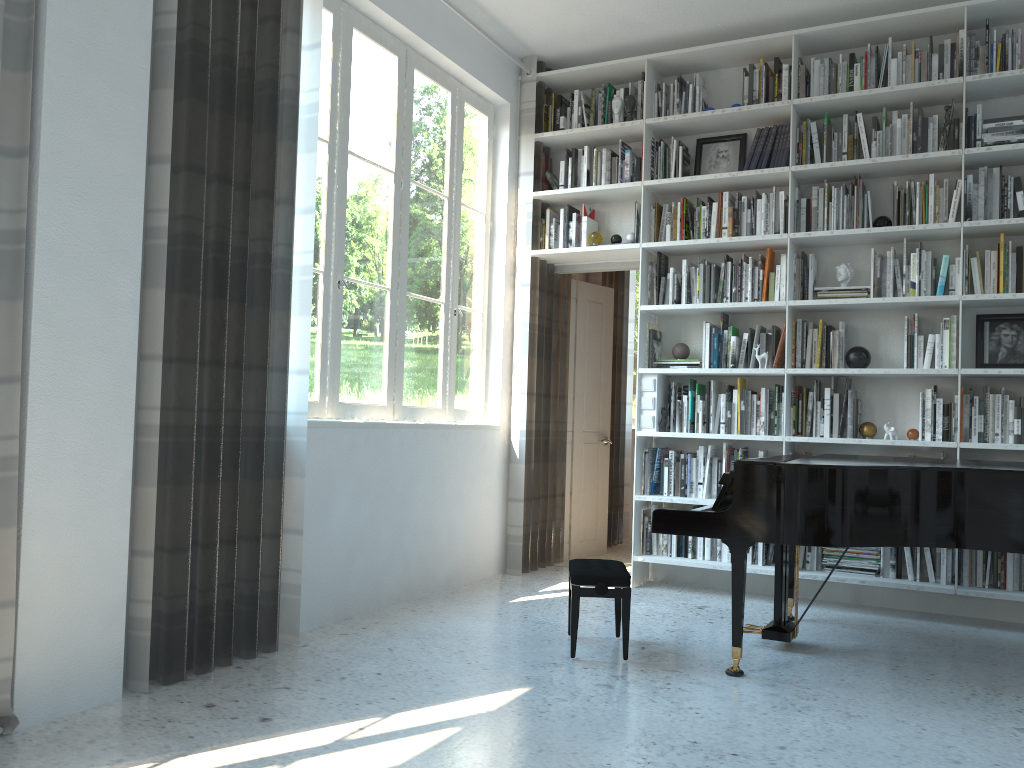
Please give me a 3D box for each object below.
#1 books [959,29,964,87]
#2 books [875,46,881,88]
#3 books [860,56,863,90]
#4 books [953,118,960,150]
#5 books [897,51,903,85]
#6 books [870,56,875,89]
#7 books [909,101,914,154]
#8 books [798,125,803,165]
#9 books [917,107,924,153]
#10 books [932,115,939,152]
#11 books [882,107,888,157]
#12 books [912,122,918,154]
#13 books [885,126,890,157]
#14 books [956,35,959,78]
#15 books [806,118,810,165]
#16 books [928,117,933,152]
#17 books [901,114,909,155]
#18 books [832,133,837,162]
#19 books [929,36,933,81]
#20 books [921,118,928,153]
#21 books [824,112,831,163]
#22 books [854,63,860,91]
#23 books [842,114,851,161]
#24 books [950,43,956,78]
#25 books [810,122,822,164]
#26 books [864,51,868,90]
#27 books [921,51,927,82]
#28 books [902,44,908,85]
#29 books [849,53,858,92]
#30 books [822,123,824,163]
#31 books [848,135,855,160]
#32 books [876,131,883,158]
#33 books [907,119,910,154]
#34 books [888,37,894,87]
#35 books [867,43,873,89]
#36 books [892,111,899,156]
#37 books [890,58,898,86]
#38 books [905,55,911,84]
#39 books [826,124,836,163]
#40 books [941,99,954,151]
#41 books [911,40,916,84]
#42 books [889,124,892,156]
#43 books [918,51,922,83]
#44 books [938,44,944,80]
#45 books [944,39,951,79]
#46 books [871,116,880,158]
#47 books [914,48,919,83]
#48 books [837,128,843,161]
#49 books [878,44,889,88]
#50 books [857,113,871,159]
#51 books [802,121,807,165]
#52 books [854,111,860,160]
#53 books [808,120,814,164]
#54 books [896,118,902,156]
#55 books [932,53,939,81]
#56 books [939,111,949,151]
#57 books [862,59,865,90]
[{"bbox_3d":[2.355,-1.678,4.642,0.026,0.288,0.176,1,-2,27],"label":"books"},{"bbox_3d":[1.992,-1.675,4.831,0.013,0.276,0.164,1,-2,27],"label":"books"},{"bbox_3d":[1.927,-1.654,4.872,0.013,0.234,0.154,1,-2,27],"label":"books"},{"bbox_3d":[2.336,-1.271,4.663,0.028,0.211,0.134,1,-2,27],"label":"books"},{"bbox_3d":[2.100,-1.653,4.788,0.026,0.235,0.134,1,-2,27],"label":"books"},{"bbox_3d":[1.980,-1.654,4.853,0.029,0.235,0.130,1,-2,27],"label":"books"},{"bbox_3d":[2.136,-1.325,4.737,0.011,0.313,0.183,1,-2,27],"label":"books"},{"bbox_3d":[1.634,-1.302,4.988,0.023,0.256,0.175,1,-2,27],"label":"books"},{"bbox_3d":[2.182,-1.312,4.739,0.022,0.290,0.146,1,-2,27],"label":"books"},{"bbox_3d":[2.247,-1.285,4.703,0.024,0.237,0.153,1,-2,27],"label":"books"},{"bbox_3d":[2.020,-1.323,4.805,0.012,0.307,0.145,1,-2,27],"label":"books"},{"bbox_3d":[2.159,-1.274,4.746,0.024,0.213,0.150,1,-2,27],"label":"books"},{"bbox_3d":[2.046,-1.274,4.818,0.024,0.212,0.128,1,-2,27],"label":"books"},{"bbox_3d":[2.339,-1.667,4.655,0.014,0.267,0.171,1,-2,27],"label":"books"},{"bbox_3d":[1.679,-1.326,5.006,0.014,0.309,0.130,1,-2,27],"label":"books"},{"bbox_3d":[2.219,-1.279,4.700,0.022,0.222,0.161,1,-2,27],"label":"books"},{"bbox_3d":[2.112,-1.299,4.764,0.028,0.261,0.135,1,-2,27],"label":"books"},{"bbox_3d":[1.802,-1.272,4.921,0.024,0.201,0.153,1,-2,27],"label":"books"},{"bbox_3d":[2.228,-1.677,4.713,0.013,0.285,0.159,1,-2,27],"label":"books"},{"bbox_3d":[2.195,-1.277,4.708,0.030,0.217,0.182,1,-2,27],"label":"books"},{"bbox_3d":[1.754,-1.330,4.931,0.012,0.315,0.171,1,-2,27],"label":"books"},{"bbox_3d":[1.908,-1.638,4.885,0.030,0.201,0.152,1,-2,27],"label":"books"},{"bbox_3d":[1.846,-1.318,4.892,0.023,0.293,0.156,1,-2,27],"label":"books"},{"bbox_3d":[2.317,-1.647,4.657,0.026,0.225,0.172,1,-2,27],"label":"books"},{"bbox_3d":[1.716,-1.309,4.968,0.067,0.274,0.168,1,-2,27],"label":"books"},{"bbox_3d":[1.946,-1.663,4.855,0.013,0.251,0.183,1,-2,27],"label":"books"},{"bbox_3d":[2.192,-1.636,4.710,0.026,0.200,0.187,1,-2,27],"label":"books"},{"bbox_3d":[2.119,-1.669,4.780,0.014,0.269,0.156,1,-2,27],"label":"books"},{"bbox_3d":[1.888,-1.671,4.907,0.028,0.268,0.151,1,-2,27],"label":"books"},{"bbox_3d":[1.747,-1.302,4.944,0.011,0.260,0.157,1,-2,27],"label":"books"},{"bbox_3d":[1.875,-1.261,4.887,0.034,0.180,0.160,1,-2,27],"label":"books"},{"bbox_3d":[2.000,-1.260,4.812,0.028,0.180,0.168,1,-2,27],"label":"books"},{"bbox_3d":[2.128,-1.284,4.751,0.013,0.231,0.141,1,-2,27],"label":"books"},{"bbox_3d":[2.055,-1.693,4.811,0.014,0.315,0.166,1,-2,27],"label":"books"},{"bbox_3d":[1.958,-1.686,4.852,0.010,0.298,0.151,1,-2,27],"label":"books"},{"bbox_3d":[2.072,-1.312,4.791,0.026,0.286,0.137,1,-2,27],"label":"books"},{"bbox_3d":[2.070,-1.631,4.792,0.031,0.190,0.181,1,-2,27],"label":"books"},{"bbox_3d":[2.141,-1.641,4.777,0.029,0.213,0.141,1,-2,27],"label":"books"},{"bbox_3d":[1.772,-1.293,4.922,0.031,0.242,0.181,1,-2,27],"label":"books"},{"bbox_3d":[2.288,-1.318,4.662,0.058,0.302,0.175,1,-2,27],"label":"books"},{"bbox_3d":[2.148,-1.669,4.743,0.014,0.266,0.192,1,-2,27],"label":"books"},{"bbox_3d":[2.049,-1.273,4.787,0.010,0.208,0.173,1,-2,27],"label":"books"},{"bbox_3d":[2.176,-1.639,4.721,0.013,0.207,0.178,1,-2,27],"label":"books"},{"bbox_3d":[2.273,-1.652,4.694,0.026,0.237,0.149,1,-2,27],"label":"books"},{"bbox_3d":[2.302,-1.664,4.689,0.029,0.261,0.151,1,-2,27],"label":"books"},{"bbox_3d":[1.981,-1.302,4.832,0.027,0.265,0.168,1,-2,27],"label":"books"},{"bbox_3d":[2.167,-1.649,4.741,0.021,0.228,0.161,1,-2,27],"label":"books"},{"bbox_3d":[1.822,-1.281,4.903,0.029,0.218,0.157,1,-2,27],"label":"books"},{"bbox_3d":[2.019,-1.673,4.814,0.052,0.273,0.172,1,-2,27],"label":"books"},{"bbox_3d":[1.928,-1.314,4.842,0.075,0.285,0.178,1,-2,27],"label":"books"},{"bbox_3d":[1.657,-1.315,4.993,0.013,0.283,0.158,1,-2,27],"label":"books"},{"bbox_3d":[1.901,-1.327,4.885,0.013,0.315,0.135,1,-2,27],"label":"books"},{"bbox_3d":[1.679,-1.316,4.980,0.010,0.287,0.148,1,-2,27],"label":"books"},{"bbox_3d":[2.082,-1.282,4.758,0.021,0.226,0.191,1,-2,27],"label":"books"},{"bbox_3d":[2.243,-1.627,4.697,0.031,0.184,0.177,1,-2,27],"label":"books"},{"bbox_3d":[2.274,-1.299,4.668,0.055,0.263,0.167,1,-2,27],"label":"books"},{"bbox_3d":[1.934,-1.645,4.859,0.011,0.215,0.160,1,-2,27],"label":"books"}]
